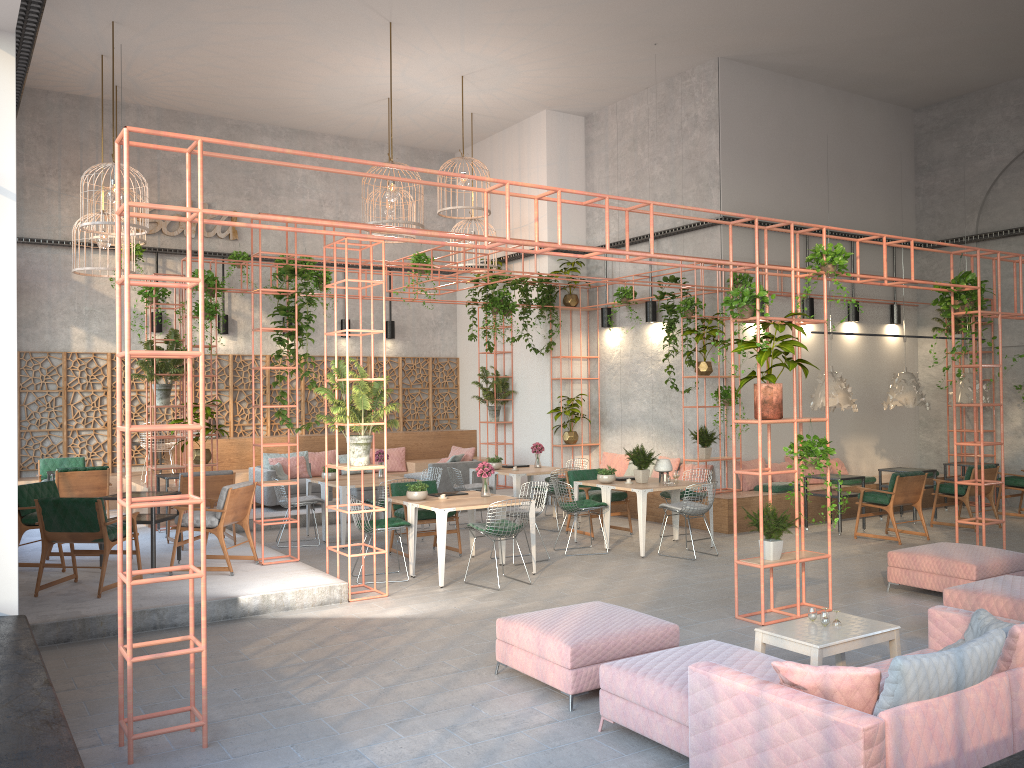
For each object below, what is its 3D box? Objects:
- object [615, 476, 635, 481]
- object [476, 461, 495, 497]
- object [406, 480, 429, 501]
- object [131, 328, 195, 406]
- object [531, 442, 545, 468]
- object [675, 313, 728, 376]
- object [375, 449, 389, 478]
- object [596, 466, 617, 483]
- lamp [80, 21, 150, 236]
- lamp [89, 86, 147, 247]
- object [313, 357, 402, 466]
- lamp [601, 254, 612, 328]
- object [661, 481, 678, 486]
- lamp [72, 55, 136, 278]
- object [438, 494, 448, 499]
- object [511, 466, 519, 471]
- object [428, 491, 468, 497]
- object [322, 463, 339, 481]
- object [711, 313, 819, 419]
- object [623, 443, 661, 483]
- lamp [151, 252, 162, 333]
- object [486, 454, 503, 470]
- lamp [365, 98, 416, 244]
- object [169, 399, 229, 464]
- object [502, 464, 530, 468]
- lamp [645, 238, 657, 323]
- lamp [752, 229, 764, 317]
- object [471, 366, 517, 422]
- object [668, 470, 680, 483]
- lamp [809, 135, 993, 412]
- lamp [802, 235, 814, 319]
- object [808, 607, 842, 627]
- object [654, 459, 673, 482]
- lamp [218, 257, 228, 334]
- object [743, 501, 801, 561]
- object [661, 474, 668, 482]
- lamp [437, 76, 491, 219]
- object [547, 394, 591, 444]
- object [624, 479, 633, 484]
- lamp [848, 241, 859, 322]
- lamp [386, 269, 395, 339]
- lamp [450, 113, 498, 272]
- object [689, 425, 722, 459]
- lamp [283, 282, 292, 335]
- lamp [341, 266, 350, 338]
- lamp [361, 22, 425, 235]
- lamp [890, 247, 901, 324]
[{"bbox_3d":[1.565,1.294,12.157,0.427,0.031,0.268,0,-1,-33],"label":"object"},{"bbox_3d":[-0.315,1.114,10.379,0.225,0.414,0.213,0,-1,-40],"label":"object"},{"bbox_3d":[-1.088,1.218,10.185,0.252,0.247,0.247,0,-1,-33],"label":"object"},{"bbox_3d":[-4.944,-0.245,12.606,0.900,1.101,0.894,-1,-1,21],"label":"object"},{"bbox_3d":[0.413,1.147,14.325,0.225,0.414,0.213,0,-1,-40],"label":"object"},{"bbox_3d":[2.866,-0.598,13.323,0.903,0.947,0.934,-1,-1,19],"label":"object"},{"bbox_3d":[-1.895,1.156,12.847,0.225,0.414,0.213,0,-1,-40],"label":"object"},{"bbox_3d":[1.245,1.184,11.700,0.254,0.247,0.248,0,-1,-33],"label":"object"},{"bbox_3d":[-5.556,-3.882,12.391,0.883,3.476,0.883,-1,-1,20],"label":"lamp"},{"bbox_3d":[-6.638,-4.118,14.917,0.883,3.476,0.883,-1,-1,20],"label":"lamp"},{"bbox_3d":[-1.580,0.278,9.045,0.900,1.100,0.894,-1,-1,-4],"label":"object"},{"bbox_3d":[1.706,-1.743,16.102,0.185,1.425,0.179,0,-1,-33],"label":"lamp"},{"bbox_3d":[2.004,1.267,11.284,0.218,0.041,0.218,0,-1,-24],"label":"object"},{"bbox_3d":[-6.253,-3.422,13.576,0.883,3.476,0.883,-1,-1,20],"label":"lamp"},{"bbox_3d":[-0.797,1.299,10.229,0.115,0.073,0.115,0,-1,-38],"label":"object"},{"bbox_3d":[0.048,1.317,13.862,0.115,0.078,0.115,0,-1,-27],"label":"object"},{"bbox_3d":[-0.770,1.327,10.641,0.427,0.031,0.268,0,-1,-33],"label":"object"},{"bbox_3d":[-2.579,1.245,12.603,0.252,0.247,0.247,0,-1,-33],"label":"object"},{"bbox_3d":[2.243,-0.160,7.853,0.924,0.946,0.923,-1,-1,23],"label":"object"},{"bbox_3d":[1.686,1.036,11.668,0.368,0.527,0.438,0,-1,-33],"label":"object"},{"bbox_3d":[-6.356,-1.639,15.856,0.185,1.436,0.185,-1,-1,8],"label":"lamp"},{"bbox_3d":[-0.276,1.236,14.077,0.254,0.247,0.248,0,-1,-33],"label":"object"},{"bbox_3d":[-2.169,-4.297,15.698,0.883,3.476,0.883,-1,-1,20],"label":"lamp"},{"bbox_3d":[-4.495,0.686,12.667,0.903,0.923,0.934,-1,-1,24],"label":"object"},{"bbox_3d":[0.043,1.346,14.535,0.427,0.031,0.268,0,-1,-33],"label":"object"},{"bbox_3d":[2.358,-1.765,15.085,0.185,1.425,0.179,0,-1,-33],"label":"lamp"},{"bbox_3d":[3.955,-1.796,14.261,0.179,1.425,0.185,0,-1,-33],"label":"lamp"},{"bbox_3d":[-0.366,0.190,17.428,0.900,1.097,0.894,-1,-1,-4],"label":"object"},{"bbox_3d":[2.146,1.219,11.671,0.210,0.154,0.165,0,-1,-43],"label":"object"},{"bbox_3d":[6.125,-1.612,13.837,4.456,4.052,0.704,0,-1,-33],"label":"lamp"},{"bbox_3d":[4.973,-1.800,14.912,0.179,1.425,0.185,0,-1,-33],"label":"lamp"},{"bbox_3d":[2.100,1.588,5.962,0.156,0.145,0.199,0,-1,-18],"label":"object"},{"bbox_3d":[2.006,1.150,11.741,0.241,0.313,0.241,-1,-1,12],"label":"object"},{"bbox_3d":[-5.375,-1.642,16.485,0.185,1.436,0.185,-1,-1,8],"label":"lamp"},{"bbox_3d":[2.298,1.307,7.941,0.368,0.527,0.438,0,-1,-33],"label":"object"},{"bbox_3d":[1.985,1.232,11.526,0.095,0.119,0.095,-1,-1,-8],"label":"object"},{"bbox_3d":[-0.812,-4.546,14.676,0.883,3.476,0.883,-1,-1,20],"label":"lamp"},{"bbox_3d":[1.023,0.639,16.260,0.903,0.919,0.934,-1,-1,29],"label":"object"},{"bbox_3d":[1.522,1.267,11.560,0.115,0.078,0.115,0,-1,-27],"label":"object"},{"bbox_3d":[5.981,-1.804,15.558,0.179,1.425,0.185,0,-1,-33],"label":"lamp"},{"bbox_3d":[-2.518,-1.653,18.314,0.179,1.436,0.185,0,-1,-33],"label":"lamp"},{"bbox_3d":[-0.737,-3.884,16.579,0.883,3.476,0.883,-1,-1,20],"label":"lamp"},{"bbox_3d":[2.899,0.871,13.434,0.368,0.527,0.438,0,-1,-33],"label":"object"},{"bbox_3d":[-4.344,-1.646,17.145,0.185,1.436,0.185,-1,-1,8],"label":"lamp"},{"bbox_3d":[-3.342,-1.650,17.786,0.185,1.436,0.185,-1,-1,8],"label":"lamp"},{"bbox_3d":[-1.701,-3.928,12.538,0.883,3.476,0.883,-1,-1,20],"label":"lamp"},{"bbox_3d":[6.999,-1.808,16.209,0.179,1.425,0.185,0,-1,-33],"label":"lamp"}]
